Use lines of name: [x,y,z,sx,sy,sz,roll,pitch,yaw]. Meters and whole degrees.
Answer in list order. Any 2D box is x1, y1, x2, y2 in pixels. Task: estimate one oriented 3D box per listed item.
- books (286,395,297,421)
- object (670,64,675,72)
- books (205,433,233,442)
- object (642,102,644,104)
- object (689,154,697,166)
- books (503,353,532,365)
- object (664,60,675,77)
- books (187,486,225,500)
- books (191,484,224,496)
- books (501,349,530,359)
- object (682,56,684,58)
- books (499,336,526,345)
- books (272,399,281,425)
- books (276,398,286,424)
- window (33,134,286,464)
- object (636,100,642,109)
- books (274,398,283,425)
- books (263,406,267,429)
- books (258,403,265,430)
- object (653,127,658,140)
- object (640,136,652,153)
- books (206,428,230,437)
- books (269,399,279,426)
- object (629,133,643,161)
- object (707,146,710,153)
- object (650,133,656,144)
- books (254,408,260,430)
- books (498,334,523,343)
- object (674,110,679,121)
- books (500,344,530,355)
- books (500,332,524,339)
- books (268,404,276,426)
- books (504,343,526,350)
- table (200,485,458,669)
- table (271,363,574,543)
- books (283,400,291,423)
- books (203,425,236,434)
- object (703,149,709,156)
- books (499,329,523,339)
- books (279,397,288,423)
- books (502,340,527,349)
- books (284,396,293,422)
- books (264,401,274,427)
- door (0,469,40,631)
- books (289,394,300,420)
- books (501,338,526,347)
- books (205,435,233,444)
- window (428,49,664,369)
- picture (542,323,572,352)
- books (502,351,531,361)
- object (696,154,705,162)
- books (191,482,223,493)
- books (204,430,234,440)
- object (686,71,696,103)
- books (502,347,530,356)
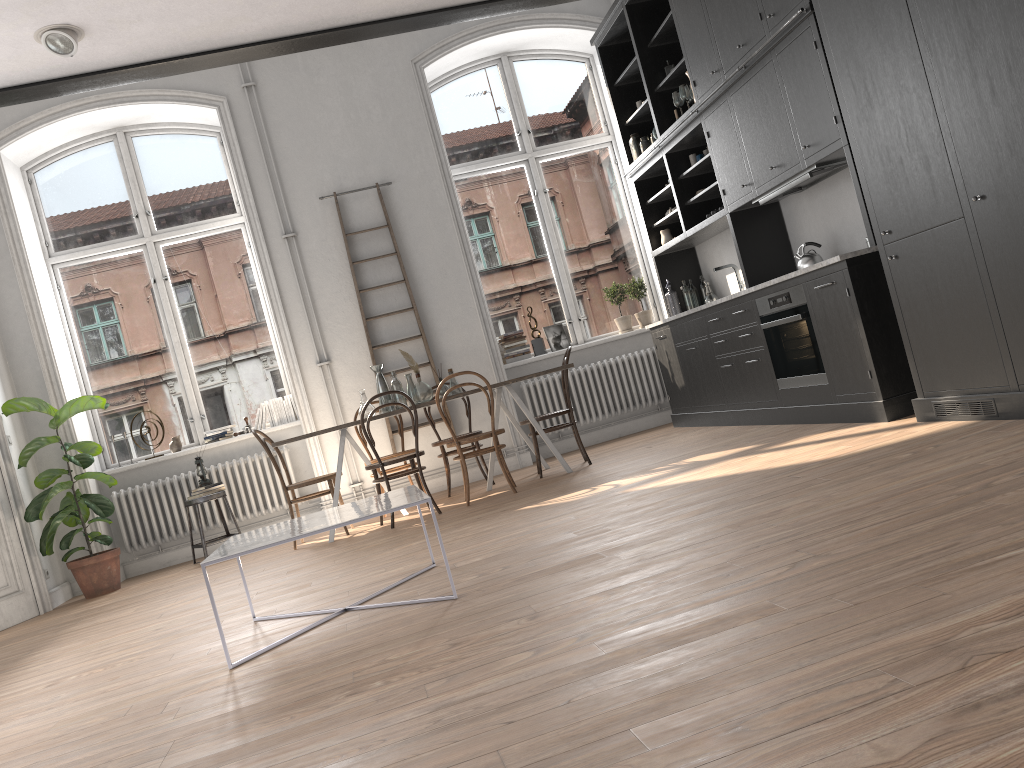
books: [-2.000,0.222,8.053,0.024,0.243,0.175,-15,0,-11]
object: [1.296,-2.488,7.071,0.040,0.125,0.053,-15,0,-44]
books: [-2.612,0.477,7.911,0.205,0.022,0.155,-15,0,9]
object: [1.200,-2.443,7.811,0.096,0.095,0.096,-15,0,23]
object: [1.480,-1.784,7.158,0.081,0.135,0.059,-15,0,-43]
books: [0.046,-0.233,8.430,0.248,0.043,0.192,-15,0,-11]
object: [1.281,-2.523,7.160,0.084,0.199,0.065,-15,0,11]
books: [-2.527,0.905,7.345,0.194,0.034,0.246,-15,0,29]
books: [-2.523,0.877,7.350,0.231,0.029,0.163,-15,-1,-40]
books: [0.033,-0.287,8.429,0.249,0.023,0.175,-15,0,-10]
object: [1.400,-2.543,7.121,0.065,0.177,0.084,-15,0,11]
books: [0.005,-0.415,8.443,0.243,0.019,0.174,-15,0,-11]
books: [-2.126,0.255,8.026,0.019,0.244,0.174,-15,0,-11]
books: [-2.091,0.246,8.055,0.024,0.243,0.175,-15,0,-11]
window: [-3.169,-0.858,8.055,1.622,2.843,0.013,-15,0,-11]
object: [1.153,-2.449,7.912,0.059,0.135,0.082,-15,0,17]
books: [-2.110,0.251,8.046,0.019,0.244,0.174,-15,0,-11]
books: [-2.233,0.304,8.005,0.072,0.203,0.155,-15,0,-11]
books: [-2.260,0.295,7.999,0.100,0.235,0.174,-15,0,-11]
object: [1.202,-2.192,7.337,0.134,0.357,0.134,-15,0,34]
object: [1.179,-2.079,7.752,0.114,0.155,0.114,-15,0,-7]
books: [-2.617,0.434,7.899,0.205,0.020,0.155,-15,0,-21]
books: [-2.145,0.261,8.013,0.024,0.243,0.175,-15,0,-11]
object: [1.124,-2.105,7.888,0.118,0.238,0.118,-15,0,-26]
object: [1.588,-1.815,6.983,0.059,0.135,0.082,-15,0,-28]
object: [1.250,-2.095,7.662,0.096,0.150,0.097,-15,0,-22]
books: [-2.293,0.324,7.996,0.105,0.194,0.155,-15,0,-12]
books: [-0.008,-0.433,8.442,0.231,0.023,0.162,-15,0,5]
object: [1.329,-2.127,7.115,0.123,0.161,0.123,-15,0,-2]
books: [0.028,-0.327,8.447,0.245,0.028,0.194,-15,0,-16]
books: [-0.001,-0.458,8.444,0.205,0.020,0.155,-15,0,-11]
books: [-2.163,0.285,8.019,0.020,0.205,0.155,-15,0,-11]
books: [0.027,-0.353,8.444,0.205,0.022,0.155,-15,0,3]
table: [-0.733,0.743,3.652,0.849,0.392,0.849,-15,0,-11]
table: [-0.595,0.533,6.785,2.199,0.780,1.100,-15,0,-11]
books: [-2.040,0.252,8.043,0.020,0.205,0.155,-15,0,-11]
books: [-2.608,0.406,7.922,0.243,0.019,0.174,-15,0,-1]
object: [1.569,-1.809,7.121,0.082,0.135,0.059,-15,0,17]
books: [-0.014,-0.477,8.452,0.200,0.024,0.159,-15,0,-21]
books: [-2.066,0.240,8.038,0.019,0.244,0.174,-15,0,-11]
books: [0.023,-0.376,8.450,0.222,0.024,0.158,-15,0,-11]
books: [-2.027,0.229,8.068,0.024,0.243,0.175,-15,0,-11]
books: [-2.196,0.275,8.034,0.024,0.243,0.175,-15,0,-11]
door: [-3.999,0.389,6.114,0.216,2.814,1.096,-15,0,14]
books: [-1.970,0.214,8.057,0.040,0.244,0.174,-15,0,-11]
books: [0.016,-0.397,8.444,0.205,0.022,0.155,-15,0,-16]
books: [-2.613,0.501,7.913,0.221,0.023,0.147,-15,-1,38]
window: [4.589,-7.414,12.869,14.379,15.935,26.409,-15,0,-11]
picture: [0.418,-0.439,8.568,0.221,0.264,0.149,-15,0,-27]
books: [0.039,-0.265,8.429,0.249,0.023,0.175,-15,0,-15]
object: [1.502,-1.769,7.043,0.083,0.093,0.140,-15,0,44]
books: [-2.527,0.855,7.351,0.147,0.027,0.221,-15,0,21]
books: [-2.615,0.455,7.910,0.221,0.023,0.147,-15,0,5]
object: [1.362,-2.195,6.566,0.094,0.267,0.116,-15,0,31]
books: [0.035,-0.307,8.446,0.255,0.014,0.193,-15,0,-8]
